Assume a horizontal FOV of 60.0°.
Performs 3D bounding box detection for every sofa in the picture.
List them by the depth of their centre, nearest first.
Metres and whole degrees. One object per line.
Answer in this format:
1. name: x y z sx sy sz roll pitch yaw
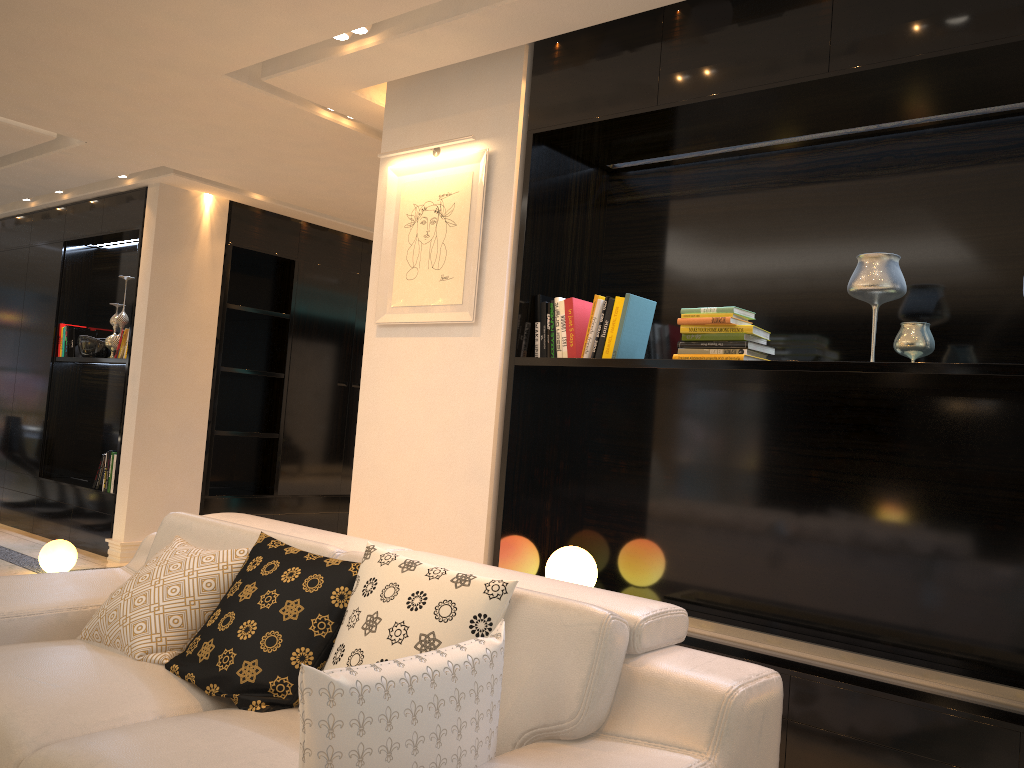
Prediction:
1. sofa: -0.654 0.805 2.236 2.328 0.754 1.145 2 -4 39

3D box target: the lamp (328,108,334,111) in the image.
1. lamp: -0.901 -1.459 4.515 0.107 0.127 0.107 3 -3 21

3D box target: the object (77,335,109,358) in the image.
1. object: -3.216 -0.276 6.809 0.375 0.177 0.193 2 -4 40

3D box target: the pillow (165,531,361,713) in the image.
1. pillow: -0.656 0.603 2.320 0.524 0.355 0.323 2 -4 40

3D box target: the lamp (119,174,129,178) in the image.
1. lamp: -2.749 -1.520 6.250 0.107 0.127 0.107 3 -3 21

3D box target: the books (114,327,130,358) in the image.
1. books: -2.732 -0.290 6.435 0.290 0.238 0.189 2 -4 38

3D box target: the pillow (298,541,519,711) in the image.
1. pillow: -0.275 0.605 2.063 0.526 0.399 0.255 2 -4 39

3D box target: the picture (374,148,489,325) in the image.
1. picture: -0.355 -0.623 3.859 0.610 0.729 0.027 2 -4 39

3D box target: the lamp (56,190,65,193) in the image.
1. lamp: -3.524 -1.549 6.889 0.107 0.127 0.107 3 -3 21

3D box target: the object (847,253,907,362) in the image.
1. object: 1.204 -0.233 2.940 0.181 0.381 0.181 3 -3 34

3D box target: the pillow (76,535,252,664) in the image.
1. pillow: -1.018 0.622 2.602 0.521 0.329 0.351 2 -4 39

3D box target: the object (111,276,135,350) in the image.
1. object: -2.877 -0.486 6.554 0.121 0.612 0.121 3 -3 35

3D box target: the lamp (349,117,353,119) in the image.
1. lamp: -0.819 -1.447 4.614 0.107 0.127 0.107 3 -3 21

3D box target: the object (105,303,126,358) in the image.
1. object: -2.984 -0.391 6.666 0.121 0.416 0.121 3 -3 35

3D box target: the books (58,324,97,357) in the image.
1. books: -3.441 -0.333 7.022 0.236 0.270 0.210 2 -4 39

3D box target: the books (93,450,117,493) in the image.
1. books: -2.836 0.625 6.398 0.345 0.296 0.222 2 -4 39

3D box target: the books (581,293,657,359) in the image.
1. books: 0.416 -0.208 3.480 0.210 0.261 0.212 2 -4 39

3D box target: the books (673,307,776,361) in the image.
1. books: 0.770 -0.164 3.215 0.296 0.197 0.260 2 -4 42

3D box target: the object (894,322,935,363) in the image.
1. object: 1.289 -0.117 2.843 0.119 0.154 0.119 7 -4 -41

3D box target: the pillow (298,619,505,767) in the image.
1. pillow: -0.215 0.619 1.681 0.521 0.325 0.281 7 -4 -41

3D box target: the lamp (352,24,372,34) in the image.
1. lamp: -0.616 -1.483 3.580 0.107 0.127 0.107 7 -4 -39

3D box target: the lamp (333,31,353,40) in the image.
1. lamp: -0.704 -1.486 3.653 0.107 0.127 0.107 7 -4 -39

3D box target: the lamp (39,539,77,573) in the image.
1. lamp: -2.795 1.066 5.463 0.212 0.214 0.213 5 -3 -11

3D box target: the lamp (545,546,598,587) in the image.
1. lamp: 0.243 0.771 3.631 0.212 0.214 0.213 5 -3 -11

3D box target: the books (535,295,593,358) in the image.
1. books: 0.234 -0.220 3.625 0.240 0.270 0.208 2 -4 39

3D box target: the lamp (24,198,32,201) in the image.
1. lamp: -3.984 -1.567 7.268 0.107 0.127 0.107 3 -3 21
